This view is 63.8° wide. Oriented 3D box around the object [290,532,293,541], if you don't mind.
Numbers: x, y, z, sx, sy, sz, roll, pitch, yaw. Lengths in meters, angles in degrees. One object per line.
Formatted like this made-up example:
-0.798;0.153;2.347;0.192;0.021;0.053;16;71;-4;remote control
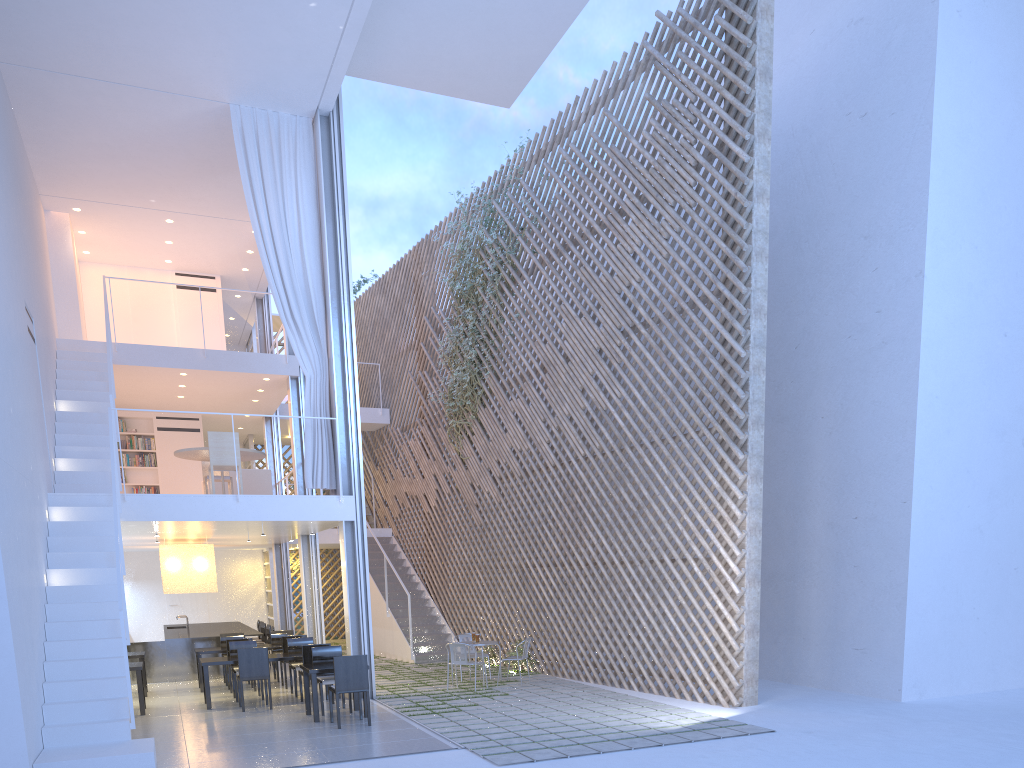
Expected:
-1.800;1.242;6.712;0.029;0.080;0.028;-3;7;-12;object

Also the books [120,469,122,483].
-4.004;0.953;8.434;0.009;0.148;0.089;-6;5;-24;books

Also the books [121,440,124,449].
-3.983;0.629;8.413;0.040;0.103;0.062;-4;4;-23;books

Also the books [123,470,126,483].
-3.979;0.955;8.446;0.011;0.147;0.085;-6;5;-24;books

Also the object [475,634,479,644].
-0.264;1.944;6.281;0.031;0.078;0.030;1;7;22;object

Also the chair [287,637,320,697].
-1.532;2.089;6.072;0.190;0.445;0.234;-4;5;-23;chair

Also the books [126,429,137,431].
-3.889;0.474;8.415;0.094;0.021;0.064;2;-11;-17;books

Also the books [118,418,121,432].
-3.988;0.426;8.362;0.009;0.148;0.089;-6;5;-24;books

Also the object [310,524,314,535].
-2.531;1.549;6.340;1.668;0.818;1.869;2;-10;-25;object

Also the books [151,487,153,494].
-3.742;1.148;8.569;0.010;0.143;0.088;-6;4;-24;books

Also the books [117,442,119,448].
-4.023;0.627;8.396;0.040;0.103;0.062;-4;4;-23;books

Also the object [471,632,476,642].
-0.302;1.988;6.471;0.031;0.078;0.030;1;7;22;object

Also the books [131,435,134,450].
-3.888;0.607;8.437;0.011;0.156;0.081;-6;6;-24;books

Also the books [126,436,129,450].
-3.934;0.610;8.420;0.015;0.144;0.078;-6;5;-24;books

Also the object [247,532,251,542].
-2.109;1.222;6.585;0.029;0.080;0.028;-3;7;-12;object

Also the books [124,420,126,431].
-3.942;0.440;8.392;0.006;0.131;0.071;-6;5;-24;books

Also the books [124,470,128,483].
-3.966;0.956;8.453;0.019;0.147;0.082;-6;5;-24;books

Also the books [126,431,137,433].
-3.893;0.497;8.422;0.094;0.021;0.064;3;-12;-22;books

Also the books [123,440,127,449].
-3.962;0.630;8.420;0.040;0.103;0.062;-4;4;-23;books

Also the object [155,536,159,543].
-2.733;1.181;6.328;0.029;0.080;0.028;-3;7;-12;object

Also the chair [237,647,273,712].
-1.726;1.961;5.488;0.190;0.445;0.234;-4;5;-23;chair

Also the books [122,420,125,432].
-3.953;0.436;8.375;0.015;0.130;0.094;-6;3;-24;books

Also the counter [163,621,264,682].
-3.068;2.669;8.340;0.813;0.371;2.559;2;-13;-23;counter

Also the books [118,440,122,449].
-4.002;0.628;8.403;0.040;0.103;0.062;-4;4;-23;books

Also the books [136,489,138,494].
-3.876;1.148;8.514;0.020;0.125;0.091;-5;3;-24;books

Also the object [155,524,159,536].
-2.344;0.963;5.421;0.029;0.080;0.028;-3;7;-12;object

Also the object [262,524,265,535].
-1.720;1.004;5.678;0.029;0.080;0.028;-3;7;-12;object

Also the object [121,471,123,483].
-4.000;0.964;8.446;0.006;0.131;0.071;-6;5;-24;object

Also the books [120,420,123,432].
-3.968;0.438;8.371;0.015;0.126;0.092;-6;3;-24;books

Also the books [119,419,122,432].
-3.979;0.432;8.364;0.008;0.136;0.094;-6;3;-24;books

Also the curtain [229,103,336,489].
-1.464;-0.508;5.336;0.508;2.461;0.094;-5;10;-25;curtain

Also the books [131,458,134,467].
-3.903;0.811;8.467;0.020;0.100;0.062;-5;4;-24;books

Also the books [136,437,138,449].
-3.846;0.617;8.449;0.008;0.136;0.094;-6;3;-24;books

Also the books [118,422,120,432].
-3.994;0.434;8.358;0.005;0.130;0.095;-6;3;-24;books

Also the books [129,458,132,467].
-3.923;0.810;8.459;0.020;0.100;0.062;-5;4;-24;books

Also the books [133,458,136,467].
-3.884;0.812;8.475;0.020;0.100;0.062;-5;4;-24;books

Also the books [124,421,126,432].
-3.944;0.441;8.382;0.006;0.123;0.089;-6;3;-24;books

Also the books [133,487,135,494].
-3.899;1.137;8.505;0.015;0.144;0.088;-6;4;-24;books

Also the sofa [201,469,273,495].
-2.396;0.980;7.149;0.498;0.366;0.999;0;-10;-23;sofa

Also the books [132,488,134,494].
-3.911;1.142;8.497;0.015;0.130;0.094;-6;3;-24;books
